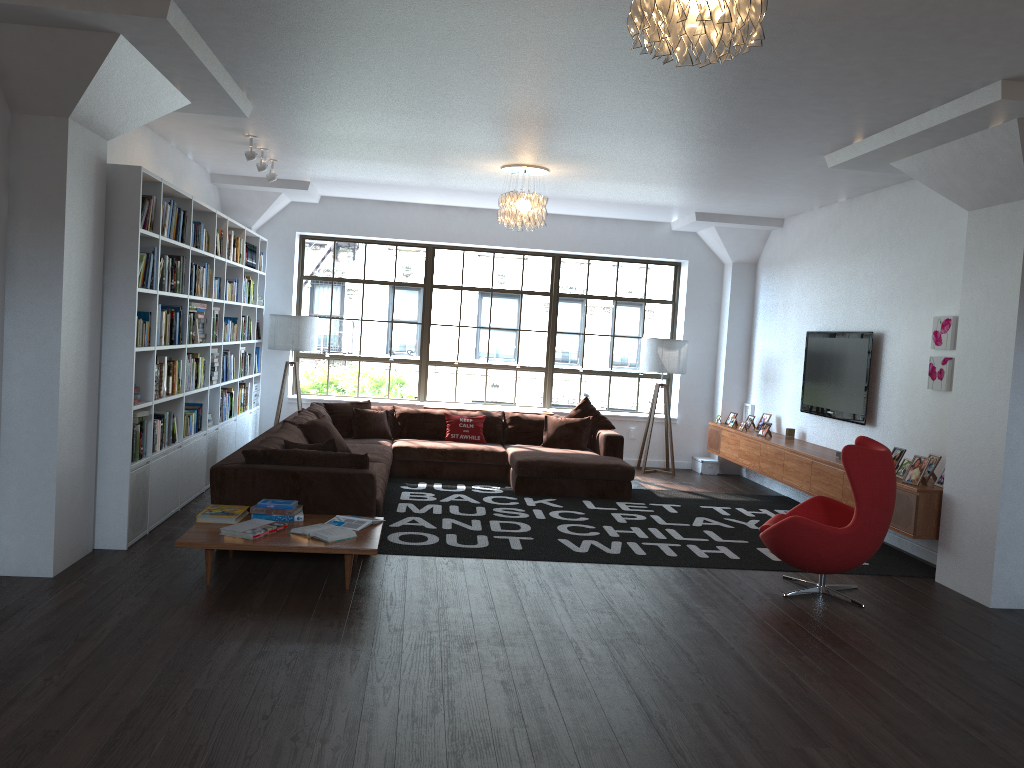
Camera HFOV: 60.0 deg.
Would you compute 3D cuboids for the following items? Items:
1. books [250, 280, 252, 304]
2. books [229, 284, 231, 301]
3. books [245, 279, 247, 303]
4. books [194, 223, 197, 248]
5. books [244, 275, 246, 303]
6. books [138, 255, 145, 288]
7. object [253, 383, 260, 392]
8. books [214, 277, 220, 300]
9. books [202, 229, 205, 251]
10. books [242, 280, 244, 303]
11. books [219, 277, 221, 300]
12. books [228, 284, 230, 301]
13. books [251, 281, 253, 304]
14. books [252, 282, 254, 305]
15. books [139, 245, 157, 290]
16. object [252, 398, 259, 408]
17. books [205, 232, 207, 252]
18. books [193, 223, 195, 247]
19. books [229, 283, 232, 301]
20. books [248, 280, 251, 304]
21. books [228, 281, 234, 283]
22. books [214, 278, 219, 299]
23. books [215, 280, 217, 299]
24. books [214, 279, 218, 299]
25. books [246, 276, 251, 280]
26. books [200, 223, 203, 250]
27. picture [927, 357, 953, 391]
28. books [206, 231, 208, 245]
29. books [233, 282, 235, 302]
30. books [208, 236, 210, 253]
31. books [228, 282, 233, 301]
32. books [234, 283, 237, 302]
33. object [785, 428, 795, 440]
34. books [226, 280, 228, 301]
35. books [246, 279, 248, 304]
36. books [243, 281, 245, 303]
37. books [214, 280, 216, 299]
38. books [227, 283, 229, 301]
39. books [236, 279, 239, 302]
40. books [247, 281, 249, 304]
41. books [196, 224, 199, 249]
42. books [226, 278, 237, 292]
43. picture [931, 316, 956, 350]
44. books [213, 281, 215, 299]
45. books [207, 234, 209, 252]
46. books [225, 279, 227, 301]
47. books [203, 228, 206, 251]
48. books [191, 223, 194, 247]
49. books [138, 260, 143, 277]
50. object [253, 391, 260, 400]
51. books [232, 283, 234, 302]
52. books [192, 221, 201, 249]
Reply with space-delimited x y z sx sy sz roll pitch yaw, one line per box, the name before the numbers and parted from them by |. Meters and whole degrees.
books | -2.828 -0.970 9.307 0.180 0.259 0.060 3 3 -6
books | -2.729 -0.867 8.393 0.120 0.167 0.020 3 3 -6
books | -2.799 -0.950 9.031 0.183 0.253 0.034 3 3 -6
books | -2.567 -1.170 6.990 0.146 0.202 0.027 3 3 -6
books | -2.794 -0.966 8.987 0.176 0.290 0.053 3 3 -6
books | -2.463 -0.728 5.707 0.161 0.218 0.101 3 3 -6
object | -2.990 0.034 9.809 0.316 0.088 0.410 3 3 -6
books | -2.691 -0.856 7.918 0.146 0.202 0.027 3 3 -6
books | -2.603 -1.184 7.292 0.139 0.191 0.036 3 3 -6
books | -2.791 -0.957 8.877 0.198 0.284 0.066 3 3 -6
books | -2.685 -0.857 7.946 0.146 0.202 0.027 3 3 -6
books | -2.717 -0.864 8.343 0.107 0.167 0.017 3 3 -6
books | -2.844 -0.974 9.404 0.183 0.253 0.034 3 3 -6
books | -2.848 -0.969 9.443 0.174 0.240 0.045 3 3 -6
books | -2.472 -0.777 5.927 0.176 0.290 0.053 3 3 -6
object | -2.994 0.209 9.820 0.331 0.088 0.410 3 3 -6
books | -2.611 -1.183 7.387 0.128 0.178 0.022 3 3 -6
books | -2.573 -1.169 6.962 0.146 0.202 0.027 3 3 -6
books | -2.748 -0.878 8.466 0.128 0.178 0.022 3 3 -6
books | -2.813 -0.962 9.225 0.183 0.253 0.034 3 3 -6
books | -2.756 -0.895 8.559 0.127 0.200 0.020 3 3 -6
books | -2.682 -0.849 7.887 0.139 0.191 0.036 3 3 -6
books | -2.675 -0.836 7.832 0.126 0.173 0.032 3 3 -6
books | -2.677 -0.840 7.859 0.128 0.178 0.021 3 3 -6
books | -2.824 -0.983 9.258 0.176 0.290 0.036 3 3 -6
books | -2.601 -1.197 7.202 0.158 0.226 0.052 3 3 -6
picture | 3.239 -0.079 6.717 0.030 0.250 0.250 3 3 -6
books | -2.624 -1.190 7.434 0.134 0.184 0.030 3 3 -6
books | -2.758 -0.895 8.592 0.136 0.196 0.045 3 3 -6
books | -2.615 -1.177 7.499 0.110 0.153 0.019 3 3 -6
books | -2.752 -0.883 8.491 0.134 0.184 0.030 3 3 -6
books | -2.760 -0.895 8.633 0.139 0.191 0.036 3 3 -6
object | 2.856 0.513 9.101 0.089 0.110 0.089 6 4 39
books | -2.717 -0.871 8.235 0.139 0.191 0.036 3 3 -6
books | -2.798 -0.952 9.065 0.183 0.253 0.034 3 3 -6
books | -2.783 -0.930 8.951 0.161 0.223 0.026 3 3 -6
books | -2.661 -0.829 7.784 0.107 0.167 0.017 3 3 -6
books | -2.721 -0.864 8.292 0.126 0.173 0.032 3 3 -6
books | -2.775 -0.919 8.720 0.158 0.226 0.052 3 3 -6
books | -2.820 -0.953 9.186 0.174 0.240 0.045 3 3 -6
books | -2.580 -1.176 7.071 0.146 0.202 0.027 3 3 -6
books | -2.767 -0.918 8.671 0.140 0.231 0.042 3 3 -6
picture | 3.259 -0.385 6.700 0.030 0.250 0.250 3 3 -6
books | -2.658 -0.825 7.759 0.106 0.162 0.032 3 3 -6
books | -2.618 -1.186 7.480 0.109 0.171 0.018 3 3 -6
books | -2.708 -0.872 8.176 0.146 0.202 0.027 3 3 -6
books | -2.610 -1.189 7.333 0.136 0.196 0.045 3 3 -6
books | -2.565 -1.162 6.931 0.139 0.191 0.036 3 3 -6
books | -2.451 -0.705 5.631 0.161 0.182 0.170 3 3 -6
object | -2.988 0.122 9.815 0.331 0.088 0.410 3 3 -6
books | -2.748 -0.882 8.539 0.128 0.178 0.022 3 3 -6
books | -2.591 -1.196 7.154 0.140 0.231 0.042 3 3 -6
